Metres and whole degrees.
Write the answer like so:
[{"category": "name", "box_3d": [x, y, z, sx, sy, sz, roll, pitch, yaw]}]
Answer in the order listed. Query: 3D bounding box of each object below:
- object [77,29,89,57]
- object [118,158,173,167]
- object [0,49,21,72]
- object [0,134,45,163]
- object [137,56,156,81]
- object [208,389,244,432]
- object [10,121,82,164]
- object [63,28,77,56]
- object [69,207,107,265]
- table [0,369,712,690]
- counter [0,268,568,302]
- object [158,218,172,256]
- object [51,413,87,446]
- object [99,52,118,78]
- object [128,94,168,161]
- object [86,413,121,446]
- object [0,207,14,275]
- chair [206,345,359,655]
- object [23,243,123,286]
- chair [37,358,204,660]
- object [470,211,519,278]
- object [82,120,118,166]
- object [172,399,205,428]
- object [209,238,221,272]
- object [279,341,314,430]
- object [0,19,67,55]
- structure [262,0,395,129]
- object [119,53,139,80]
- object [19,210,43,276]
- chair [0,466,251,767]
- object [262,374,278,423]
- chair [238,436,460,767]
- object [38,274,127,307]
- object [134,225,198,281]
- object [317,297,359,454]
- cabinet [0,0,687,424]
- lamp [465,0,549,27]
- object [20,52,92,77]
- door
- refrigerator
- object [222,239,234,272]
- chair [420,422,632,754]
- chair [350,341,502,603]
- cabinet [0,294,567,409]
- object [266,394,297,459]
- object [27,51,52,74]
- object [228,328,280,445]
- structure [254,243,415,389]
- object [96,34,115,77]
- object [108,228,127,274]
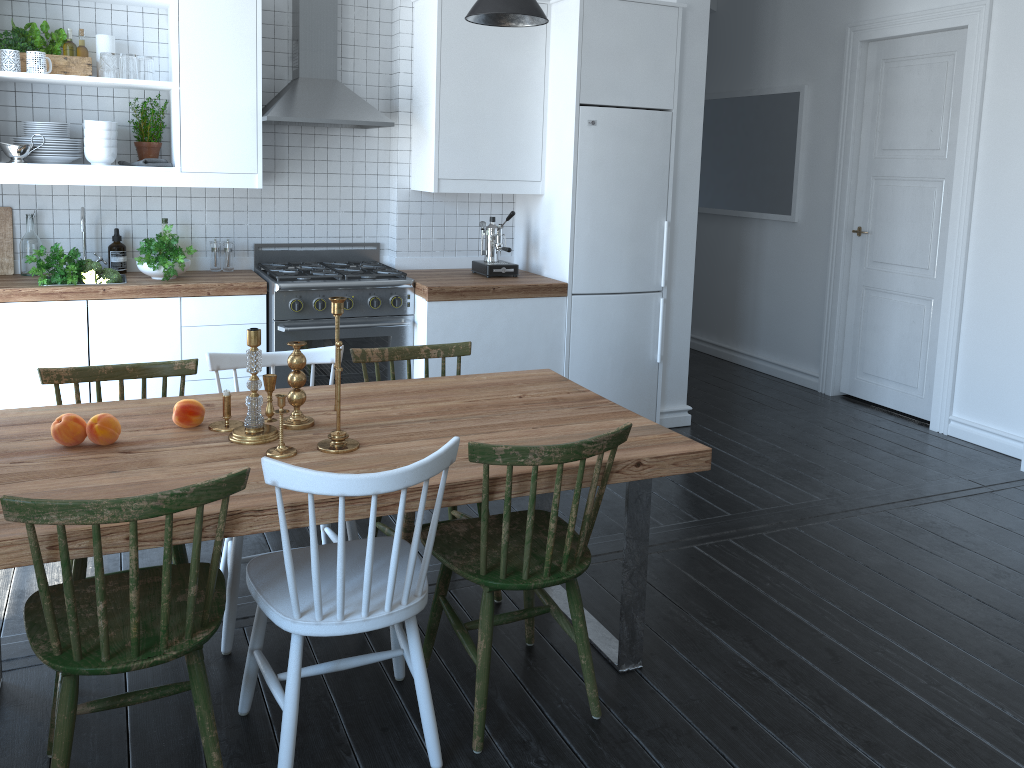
[{"category": "object", "box_3d": [-2.071, -1.591, 4.244, 0.056, 0.230, 0.057, -1, 8, -22]}, {"category": "object", "box_3d": [-1.772, -1.082, 4.300, 0.247, 0.041, 0.281, -7, 16, -31]}, {"category": "object", "box_3d": [-2.264, -1.450, 3.963, 0.109, 0.098, 0.084, 9, 13, 34]}, {"category": "object", "box_3d": [-2.221, -1.064, 3.978, 0.210, 0.132, 0.104, -1, 10, -12]}, {"category": "object", "box_3d": [-1.748, -1.503, 4.204, 0.087, 0.117, 0.087, 8, 12, 33]}, {"category": "object", "box_3d": [-0.820, 0.070, 2.533, 0.103, 0.112, 0.103, -7, 13, -38]}, {"category": "object", "box_3d": [-2.206, -1.142, 4.170, 0.301, 0.191, 0.311, -3, 13, -23]}, {"category": "object", "box_3d": [-2.099, -1.573, 4.184, 0.060, 0.221, 0.060, -5, 11, -41]}, {"category": "object", "box_3d": [-2.071, -0.695, 4.322, 0.277, 0.347, 0.190, 11, 13, 41]}, {"category": "table", "box_3d": [-0.670, 0.492, 2.508, 2.231, 0.704, 1.037, -4, 13, -24]}, {"category": "counter", "box_3d": [-1.288, -0.484, 4.398, 3.105, 0.072, 0.862, -5, 15, -24]}, {"category": "object", "box_3d": [-1.773, -0.707, 4.504, 0.066, 0.278, 0.067, -3, 9, -30]}, {"category": "object", "box_3d": [-1.173, 0.121, 2.334, 0.088, 0.088, 0.085, -5, 13, -34]}, {"category": "object", "box_3d": [-1.880, -1.481, 4.102, 0.086, 0.117, 0.088, 2, 10, -2]}, {"category": "object", "box_3d": [-1.812, -1.272, 4.404, 0.165, 0.360, 0.173, 4, 9, 12]}, {"category": "object", "box_3d": [-1.091, 0.121, 2.352, 0.083, 0.086, 0.093, 2, 11, 1]}, {"category": "object", "box_3d": [-2.528, -0.688, 4.240, 0.220, 0.325, 0.041, -3, 9, -25]}, {"category": "chair", "box_3d": [-0.749, 0.327, 2.909, 0.467, 0.829, 0.518, -2, 10, -24]}, {"category": "object", "box_3d": [-2.039, -0.516, 4.126, 0.286, 0.302, 0.474, 10, 14, 37]}, {"category": "chair", "box_3d": [-1.172, 0.379, 2.677, 0.468, 0.813, 0.493, -3, 10, -26]}, {"category": "object", "box_3d": [-0.068, -0.774, 4.825, 0.206, 0.364, 0.359, -2, 11, -24]}, {"category": "object", "box_3d": [-1.971, -1.157, 4.217, 0.150, 0.213, 0.315, -3, 13, -26]}, {"category": "object", "box_3d": [-0.929, 0.085, 2.531, 0.089, 0.082, 0.086, -1, 11, -12]}, {"category": "object", "box_3d": [-1.568, -0.683, 4.656, 0.059, 0.170, 0.060, 0, 8, -11]}, {"category": "object", "box_3d": [-0.627, 0.001, 2.566, 0.101, 0.243, 0.102, 2, 8, -1]}, {"category": "object", "box_3d": [-2.267, -1.578, 4.120, 0.349, 0.250, 0.166, -6, 12, -34]}, {"category": "structure", "box_3d": [-0.974, -1.985, 4.502, 0.634, 1.283, 0.537, -2, 9, -25]}, {"category": "object", "box_3d": [-1.796, -1.484, 4.123, 0.086, 0.117, 0.088, 2, 10, -2]}, {"category": "object", "box_3d": [-2.345, -0.689, 4.291, 0.098, 0.312, 0.099, -2, 9, -25]}, {"category": "chair", "box_3d": [-0.865, 0.556, 2.005, 0.468, 0.814, 0.493, -3, 10, -26]}, {"category": "object", "box_3d": [-0.717, 0.043, 2.607, 0.049, 0.137, 0.050, -2, 9, -25]}, {"category": "chair", "box_3d": [-0.410, 0.516, 2.193, 0.467, 0.829, 0.518, -2, 10, -24]}, {"category": "object", "box_3d": [-2.043, -0.446, 4.208, 0.372, 0.109, 0.360, -4, 15, -24]}, {"category": "object", "box_3d": [-1.699, -0.643, 4.290, 0.273, 0.264, 0.343, -6, 14, -34]}, {"category": "object", "box_3d": [-0.465, -0.026, 2.365, 0.114, 0.404, 0.114, 6, 9, 27]}, {"category": "cabinet", "box_3d": [-0.993, -0.852, 4.516, 3.794, 2.334, 0.792, -3, 9, -21]}, {"category": "lamp", "box_3d": [-0.009, -2.113, 3.954, 0.385, 0.924, 0.392, -1, 9, -16]}, {"category": "object", "box_3d": [-2.202, -1.499, 4.162, 0.394, 0.101, 0.156, -4, 14, -24]}, {"category": "door", "box_3d": [2.420, -1.034, 5.486, 0.116, 2.435, 1.058, -2, 9, -24]}, {"category": "refrigerator", "box_3d": [0.462, -0.649, 5.048, 0.577, 1.773, 0.692, -2, 9, -25]}, {"category": "object", "box_3d": [-1.503, -0.683, 4.663, 0.059, 0.170, 0.060, 0, 8, -11]}, {"category": "chair", "box_3d": [0.012, 0.480, 2.426, 0.468, 0.813, 0.493, -3, 10, -26]}, {"category": "chair", "box_3d": [-0.295, 0.303, 3.098, 0.468, 0.814, 0.493, -3, 10, -26]}, {"category": "cabinet", "box_3d": [-1.320, -0.076, 4.509, 3.184, 0.802, 0.743, -2, 11, -16]}, {"category": "object", "box_3d": [-0.605, 0.108, 2.311, 0.080, 0.158, 0.081, 5, 10, 22]}, {"category": "object", "box_3d": [-2.145, -1.455, 4.000, 0.109, 0.098, 0.084, -6, 13, -35]}, {"category": "object", "box_3d": [-0.714, -0.001, 2.438, 0.140, 0.306, 0.142, 5, 9, 17]}, {"category": "structure", "box_3d": [-0.952, -0.207, 4.667, 0.701, 1.003, 0.734, -3, 11, -24]}, {"category": "object", "box_3d": [-1.974, -1.580, 4.281, 0.085, 0.218, 0.086, -1, 9, -18]}, {"category": "object", "box_3d": [-1.996, -0.673, 4.452, 0.086, 0.227, 0.086, 7, 10, 30]}]
